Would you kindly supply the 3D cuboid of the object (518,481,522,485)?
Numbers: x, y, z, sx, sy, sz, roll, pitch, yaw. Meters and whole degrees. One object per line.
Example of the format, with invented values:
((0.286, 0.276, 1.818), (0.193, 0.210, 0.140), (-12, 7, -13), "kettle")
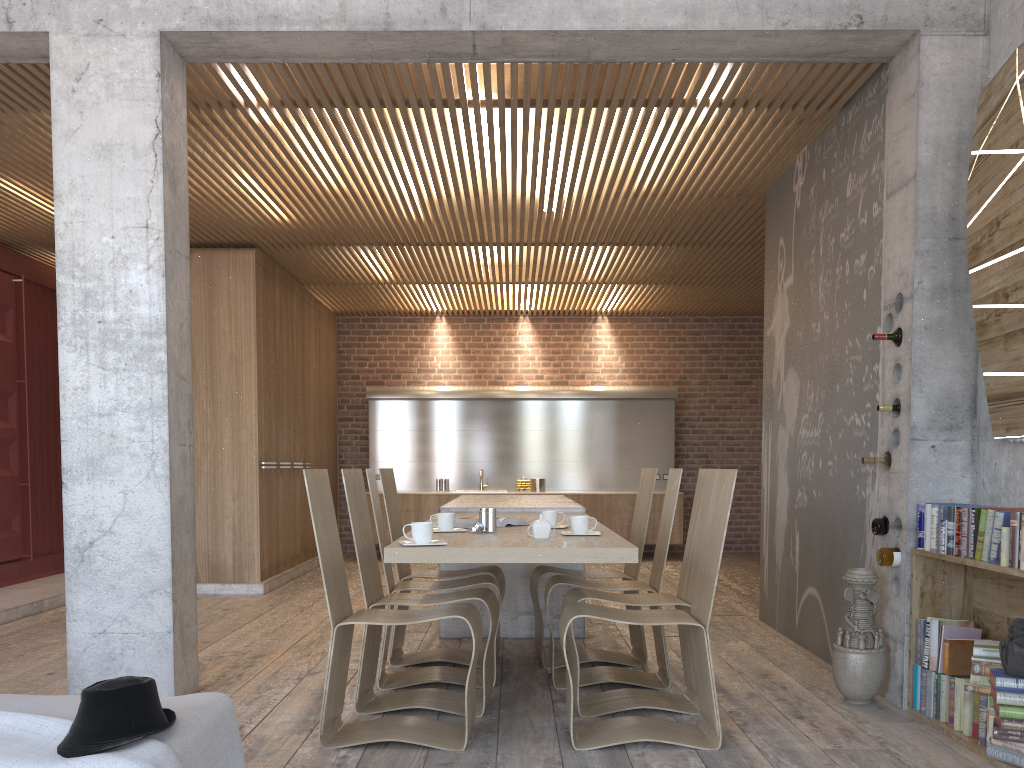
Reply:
((0.103, 1.276, 11.287), (0.053, 0.052, 0.061), (1, -2, -42), "object")

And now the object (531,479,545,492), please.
((0.345, 1.331, 11.544), (0.190, 0.171, 0.190), (0, -2, 11), "object")

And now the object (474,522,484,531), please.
((-0.158, 0.685, 4.212), (0.051, 0.045, 0.051), (-1, -2, 18), "object")

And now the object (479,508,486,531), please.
((-0.134, 0.659, 4.268), (0.052, 0.110, 0.052), (-2, 2, -45), "object")

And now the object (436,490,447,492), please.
((-0.926, 1.305, 11.469), (0.144, 0.211, 0.052), (0, 3, 0), "object")

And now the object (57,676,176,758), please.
((-1.071, 0.884, 2.374), (0.298, 0.169, 0.302), (1, -3, -12), "object")

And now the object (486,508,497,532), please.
((-0.100, 0.653, 4.220), (0.052, 0.112, 0.052), (-2, 2, -45), "object")

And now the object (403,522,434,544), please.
((-0.374, 0.610, 3.576), (0.093, 0.088, 0.117), (-1, -2, 44), "object")

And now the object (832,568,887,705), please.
((1.767, 1.280, 4.455), (0.270, 0.685, 0.248), (-2, 3, -37), "object")

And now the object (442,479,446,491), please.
((-0.891, 1.324, 11.470), (0.060, 0.160, 0.059), (1, 2, 16), "object")

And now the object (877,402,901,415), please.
((2.005, 0.121, 4.389), (0.346, 0.094, 0.093), (0, -1, 0), "object")

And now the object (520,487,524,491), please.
((0.128, 1.349, 11.277), (0.051, 0.053, 0.063), (-1, -2, 43), "object")

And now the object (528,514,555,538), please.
((0.130, 0.639, 3.918), (0.122, 0.112, 0.089), (0, 0, -9), "object")

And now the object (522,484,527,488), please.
((0.157, 1.313, 11.272), (0.061, 0.055, 0.051), (0, -1, 14), "object")

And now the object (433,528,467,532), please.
((-0.323, 0.721, 4.313), (0.185, 0.014, 0.185), (1, -5, -14), "object")

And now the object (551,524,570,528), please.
((0.202, 0.747, 4.583), (0.185, 0.014, 0.185), (-1, -5, 13), "object")

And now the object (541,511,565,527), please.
((0.208, 0.708, 4.588), (0.117, 0.088, 0.093), (1, -2, -26), "object")

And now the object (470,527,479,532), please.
((-0.180, 0.700, 4.224), (0.051, 0.019, 0.051), (1, -4, -17), "object")

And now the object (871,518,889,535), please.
((2.048, 0.740, 4.547), (0.335, 0.091, 0.090), (0, -1, 0), "object")

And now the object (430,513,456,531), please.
((-0.332, 0.678, 4.301), (0.093, 0.088, 0.117), (-1, -2, 44), "object")

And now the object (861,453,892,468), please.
((1.966, 0.393, 4.496), (0.338, 0.096, 0.095), (0, -1, 0), "object")

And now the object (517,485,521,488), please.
((0.088, 1.320, 11.269), (0.061, 0.054, 0.052), (0, -1, 12), "object")

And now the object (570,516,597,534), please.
((0.328, 0.664, 4.117), (0.117, 0.088, 0.093), (2, -2, -36), "object")

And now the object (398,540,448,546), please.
((-0.365, 0.654, 3.588), (0.185, 0.014, 0.185), (1, -5, -14), "object")

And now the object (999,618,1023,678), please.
((1.993, 1.030, 3.436), (0.135, 0.230, 0.145), (0, 1, -3), "object")

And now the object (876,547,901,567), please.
((2.003, 0.865, 4.383), (0.338, 0.096, 0.095), (0, -1, 0), "object")

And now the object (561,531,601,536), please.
((0.324, 0.703, 4.112), (0.185, 0.014, 0.185), (0, -5, 3), "object")

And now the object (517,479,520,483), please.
((0.085, 1.259, 11.358), (0.053, 0.052, 0.063), (0, -2, -7), "object")

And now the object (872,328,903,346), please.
((1.967, -0.234, 4.369), (0.335, 0.091, 0.090), (0, -1, 0), "object")

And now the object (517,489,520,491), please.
((0.096, 1.353, 11.325), (0.074, 0.063, 0.064), (1, -2, -34), "object")

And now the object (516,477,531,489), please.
((0.151, 1.297, 11.337), (0.189, 0.175, 0.207), (0, -2, 0), "object")

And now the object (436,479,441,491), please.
((-0.961, 1.324, 11.470), (0.060, 0.160, 0.059), (1, 2, 16), "object")

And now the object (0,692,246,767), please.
((-1.241, 1.153, 2.405), (1.596, 0.504, 1.046), (-2, -4, 19), "object")
